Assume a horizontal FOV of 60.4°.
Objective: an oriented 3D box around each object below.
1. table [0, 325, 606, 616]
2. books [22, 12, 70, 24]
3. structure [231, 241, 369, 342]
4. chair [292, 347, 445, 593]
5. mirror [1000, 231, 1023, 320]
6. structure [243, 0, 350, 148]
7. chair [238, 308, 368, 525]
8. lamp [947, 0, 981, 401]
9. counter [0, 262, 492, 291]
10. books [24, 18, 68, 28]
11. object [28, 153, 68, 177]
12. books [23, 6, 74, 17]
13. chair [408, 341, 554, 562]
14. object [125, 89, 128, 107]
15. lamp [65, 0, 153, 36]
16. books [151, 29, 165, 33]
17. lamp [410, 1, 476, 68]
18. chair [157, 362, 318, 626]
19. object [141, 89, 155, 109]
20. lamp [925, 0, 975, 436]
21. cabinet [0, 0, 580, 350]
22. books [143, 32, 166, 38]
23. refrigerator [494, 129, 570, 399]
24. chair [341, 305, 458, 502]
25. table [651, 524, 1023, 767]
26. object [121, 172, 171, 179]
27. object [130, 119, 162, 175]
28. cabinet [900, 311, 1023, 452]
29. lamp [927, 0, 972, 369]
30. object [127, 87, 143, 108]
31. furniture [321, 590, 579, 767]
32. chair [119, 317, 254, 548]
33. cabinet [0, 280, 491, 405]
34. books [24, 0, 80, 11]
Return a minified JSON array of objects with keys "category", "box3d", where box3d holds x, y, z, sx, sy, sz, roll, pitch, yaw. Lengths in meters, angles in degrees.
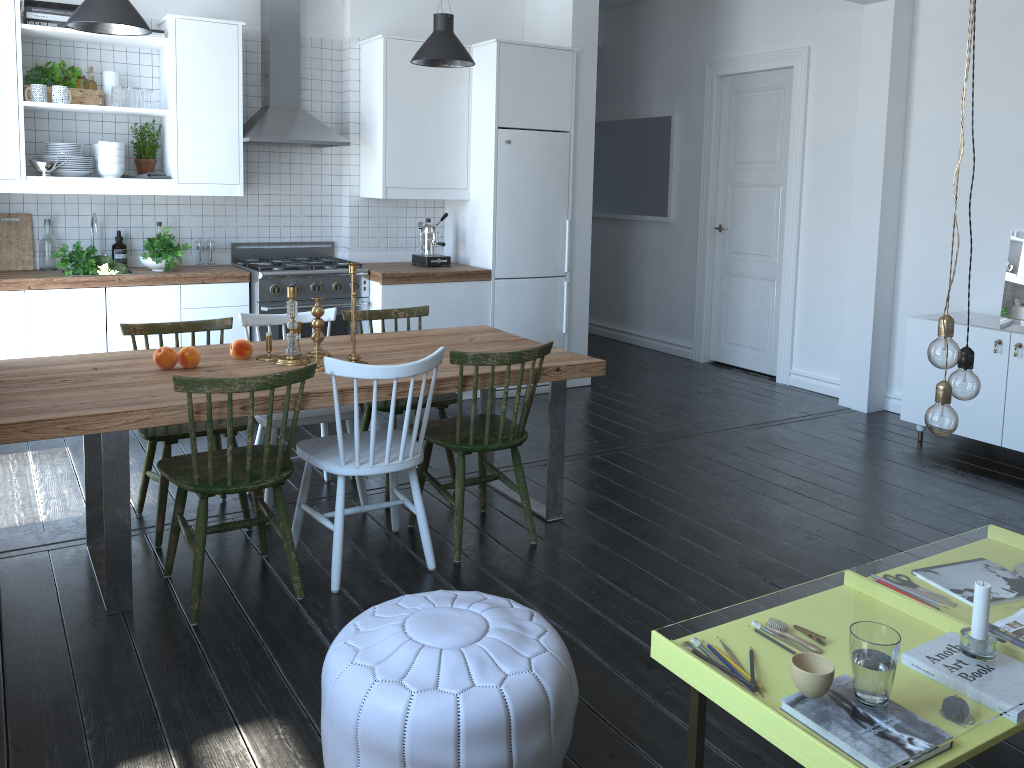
[{"category":"table","box3d":[-0.827,0.258,3.568,2.235,0.706,1.033,-6,13,-31]},{"category":"books","box3d":[-2.561,-2.042,4.963,0.330,0.030,0.263,-7,15,-33]},{"category":"structure","box3d":[-1.367,-0.385,5.687,0.702,1.005,0.731,-4,10,-31]},{"category":"chair","box3d":[-0.533,0.267,3.285,0.467,0.831,0.516,-3,9,-31]},{"category":"mirror","box3d":[3.071,-0.573,4.853,0.054,0.495,0.706,-2,11,-31]},{"category":"structure","box3d":[-1.413,-2.168,5.553,0.635,1.287,0.535,-3,8,-31]},{"category":"chair","box3d":[-0.954,0.105,3.959,0.467,0.831,0.516,-3,9,-31]},{"category":"lamp","box3d":[1.134,-0.694,2.116,0.086,1.477,0.075,4,7,20]},{"category":"counter","box3d":[-1.677,-0.657,5.386,3.110,0.072,0.859,-6,15,-31]},{"category":"books","box3d":[-2.557,-2.008,4.981,0.352,0.043,0.263,-6,14,-29]},{"category":"object","box3d":[-2.570,-1.214,4.872,0.210,0.133,0.103,-2,9,-19]},{"category":"books","box3d":[-2.556,-2.076,4.975,0.352,0.030,0.292,-6,15,-31]},{"category":"chair","box3d":[-0.141,0.220,3.567,0.469,0.816,0.491,-4,9,-33]},{"category":"object","box3d":[-2.222,-1.665,5.150,0.086,0.118,0.087,6,10,27]},{"category":"lamp","box3d":[-2.965,-1.323,3.725,2.710,2.476,0.498,-5,9,-31]},{"category":"books","box3d":[-2.244,-2.068,5.173,0.342,0.015,0.279,-6,15,-29]},{"category":"lamp","box3d":[-0.395,-2.343,5.125,0.385,0.927,0.391,-2,8,-23]},{"category":"chair","box3d":[-0.962,0.319,3.046,0.469,0.816,0.491,-4,9,-33]},{"category":"object","box3d":[-2.136,-1.665,5.159,0.086,0.118,0.087,6,10,27]},{"category":"lamp","box3d":[1.054,-0.611,2.060,0.074,1.477,0.090,1,6,-7]},{"category":"cabinet","box3d":[-1.406,-1.033,5.544,3.800,2.339,0.789,-4,9,-27]},{"category":"books","box3d":[-2.239,-2.040,5.169,0.351,0.037,0.265,-7,15,-31]},{"category":"refrigerator","box3d":[-0.017,-0.869,6.237,0.578,1.777,0.689,-3,8,-31]},{"category":"chair","box3d":[-0.526,0.069,4.200,0.469,0.816,0.491,-4,9,-33]},{"category":"table","box3d":[1.077,0.771,2.204,1.406,0.393,0.609,-6,13,-31]},{"category":"object","box3d":[-2.160,-1.240,5.244,0.247,0.042,0.280,-8,16,-38]},{"category":"object","box3d":[-2.217,-1.427,5.346,0.165,0.361,0.173,2,7,6]},{"category":"cabinet","box3d":[2.814,0.064,4.772,0.592,0.724,1.218,-4,12,-31]},{"category":"lamp","box3d":[1.075,-0.771,2.083,0.074,1.477,0.075,3,6,15]},{"category":"object","box3d":[-2.174,-1.647,5.073,0.086,0.118,0.087,0,9,-8]},{"category":"furniture","box3d":[-0.159,0.776,2.146,0.613,0.413,0.623,-7,13,-36]},{"category":"chair","box3d":[-1.347,0.167,3.679,0.469,0.816,0.491,-4,9,-33]},{"category":"cabinet","box3d":[-1.711,-0.244,5.485,3.188,0.803,0.740,-4,11,-23]},{"category":"books","box3d":[-2.564,-2.107,4.962,0.326,0.037,0.263,-6,14,-29]}]
